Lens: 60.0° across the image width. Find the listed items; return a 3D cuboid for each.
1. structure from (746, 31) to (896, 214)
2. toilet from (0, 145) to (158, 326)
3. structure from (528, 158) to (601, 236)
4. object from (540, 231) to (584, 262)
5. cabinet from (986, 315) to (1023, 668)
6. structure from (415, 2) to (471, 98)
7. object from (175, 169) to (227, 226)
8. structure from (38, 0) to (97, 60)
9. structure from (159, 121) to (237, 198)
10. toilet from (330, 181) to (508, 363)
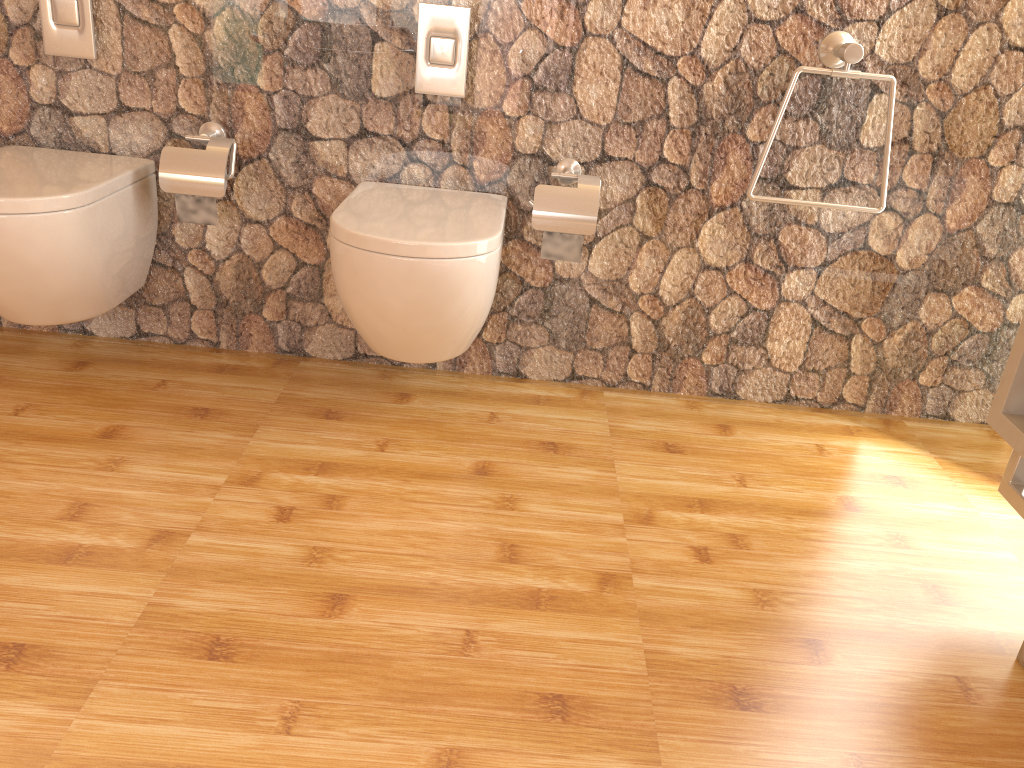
[{"bbox_3d":[0.738,-0.612,2.064,0.332,0.387,0.133,6,24,-1],"label":"structure"},{"bbox_3d":[-1.095,-0.321,2.044,0.371,0.337,0.507,6,24,-1],"label":"toilet"},{"bbox_3d":[0.126,-0.456,2.142,0.170,0.151,0.154,6,24,-1],"label":"structure"},{"bbox_3d":[0.125,-0.380,2.150,0.098,0.151,0.090,6,24,-1],"label":"object"},{"bbox_3d":[1.147,0.348,1.232,0.517,0.570,1.136,6,24,-1],"label":"cabinet"},{"bbox_3d":[-0.163,-0.781,2.081,0.120,0.200,0.010,6,24,-1],"label":"structure"},{"bbox_3d":[-0.749,-0.467,2.138,0.098,0.151,0.090,6,24,-1],"label":"object"},{"bbox_3d":[-1.040,-0.868,2.069,0.120,0.200,0.010,6,24,-1],"label":"structure"},{"bbox_3d":[-0.748,-0.543,2.130,0.170,0.151,0.154,6,24,-1],"label":"structure"},{"bbox_3d":[-0.218,-0.234,2.056,0.371,0.337,0.507,6,24,-1],"label":"toilet"}]
